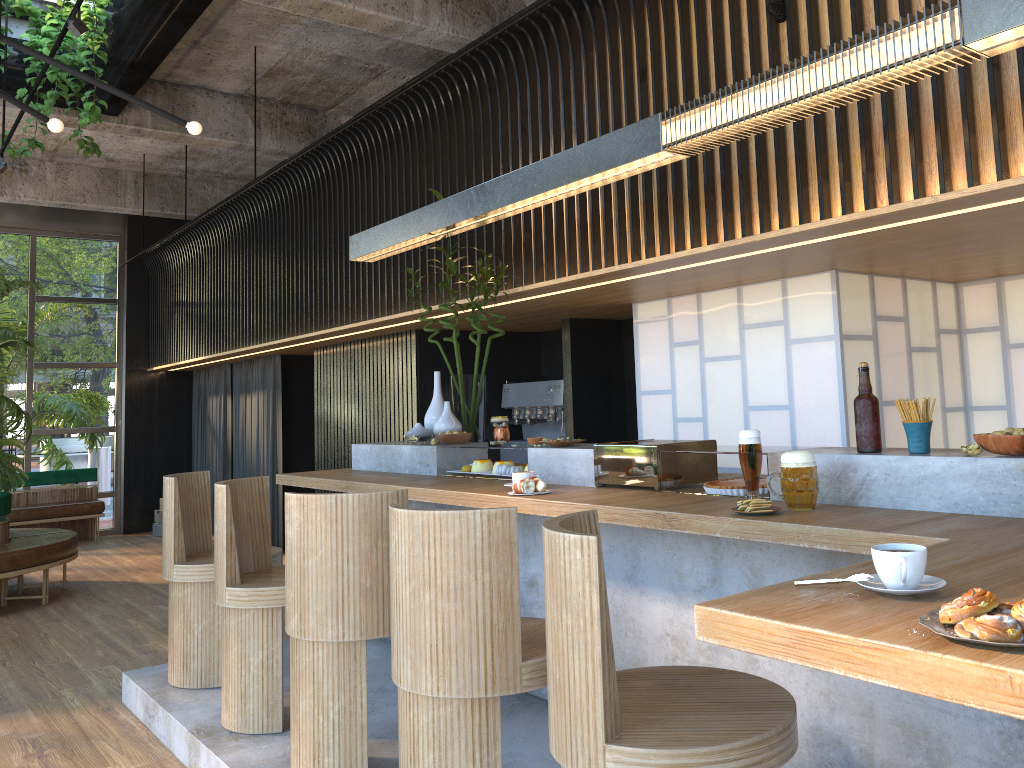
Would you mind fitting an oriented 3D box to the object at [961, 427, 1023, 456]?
[{"bbox_3d":[1.332,0.153,2.390,0.200,0.073,0.218,-2,-2,-17],"label":"object"}]

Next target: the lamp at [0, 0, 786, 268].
[{"bbox_3d":[-3.418,-2.015,6.149,3.965,1.539,9.534,-1,-2,-39],"label":"lamp"}]

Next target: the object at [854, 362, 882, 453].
[{"bbox_3d":[1.086,0.070,2.720,0.075,0.278,0.074,-2,-5,-1],"label":"object"}]

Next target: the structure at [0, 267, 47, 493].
[{"bbox_3d":[-5.210,0.119,7.142,2.545,3.456,2.533,-5,-5,38],"label":"structure"}]

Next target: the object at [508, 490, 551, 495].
[{"bbox_3d":[0.068,0.417,3.403,0.173,0.005,0.160,-2,-2,-25],"label":"object"}]

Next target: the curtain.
[{"bbox_3d":[-3.249,0.747,10.275,0.127,2.071,3.107,2,-5,-36],"label":"curtain"}]

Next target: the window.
[{"bbox_3d":[-1.102,-1.766,2.438,4.341,6.534,19.313,1,-4,-36],"label":"window"}]

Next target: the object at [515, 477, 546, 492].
[{"bbox_3d":[0.077,0.387,3.418,0.127,0.060,0.072,-3,-3,21],"label":"object"}]

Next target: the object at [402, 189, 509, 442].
[{"bbox_3d":[-0.272,-0.305,5.005,0.674,1.558,0.581,-2,-5,1],"label":"object"}]

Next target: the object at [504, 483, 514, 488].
[{"bbox_3d":[0.049,0.416,3.617,0.168,0.020,0.152,-1,-2,-40],"label":"object"}]

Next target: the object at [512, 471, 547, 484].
[{"bbox_3d":[0.067,0.387,3.632,0.106,0.064,0.137,-4,-3,33],"label":"object"}]

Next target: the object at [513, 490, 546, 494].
[{"bbox_3d":[0.069,0.414,3.399,0.122,0.005,0.120,-2,-1,2],"label":"object"}]

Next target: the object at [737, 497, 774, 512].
[{"bbox_3d":[0.703,0.350,2.557,0.097,0.041,0.140,-2,-2,-2],"label":"object"}]

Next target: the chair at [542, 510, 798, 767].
[{"bbox_3d":[0.357,0.791,1.972,0.539,0.975,0.552,-3,-5,10],"label":"chair"}]

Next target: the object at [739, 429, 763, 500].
[{"bbox_3d":[0.759,0.259,2.817,0.075,0.233,0.073,-1,-5,-4],"label":"object"}]

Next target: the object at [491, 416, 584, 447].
[{"bbox_3d":[0.051,0.220,4.168,0.220,0.135,0.764,-1,-2,-30],"label":"object"}]

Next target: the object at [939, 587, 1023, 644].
[{"bbox_3d":[0.673,0.312,1.209,0.161,0.053,0.154,-3,-2,8],"label":"object"}]

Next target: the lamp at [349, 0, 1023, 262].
[{"bbox_3d":[1.907,-1.985,3.881,5.204,2.144,6.408,0,-3,-43],"label":"lamp"}]

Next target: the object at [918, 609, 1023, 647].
[{"bbox_3d":[0.666,0.332,1.210,0.207,0.013,0.204,-2,-1,-1],"label":"object"}]

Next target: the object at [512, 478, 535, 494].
[{"bbox_3d":[0.042,0.387,3.374,0.070,0.059,0.063,-5,-5,43],"label":"object"}]

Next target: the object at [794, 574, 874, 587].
[{"bbox_3d":[0.552,0.337,1.523,0.130,0.027,0.030,-3,-4,29],"label":"object"}]

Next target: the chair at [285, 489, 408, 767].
[{"bbox_3d":[-0.525,0.858,3.193,0.560,0.975,0.531,-1,-5,-13],"label":"chair"}]

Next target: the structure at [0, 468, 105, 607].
[{"bbox_3d":[-0.104,0.693,2.905,6.322,1.557,19.085,-1,-2,-37],"label":"structure"}]

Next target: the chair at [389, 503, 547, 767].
[{"bbox_3d":[-0.067,0.824,2.568,0.536,0.975,0.555,-3,-5,13],"label":"chair"}]

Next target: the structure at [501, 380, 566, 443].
[{"bbox_3d":[0.255,0.753,7.028,0.575,1.603,0.796,2,-6,-37],"label":"structure"}]

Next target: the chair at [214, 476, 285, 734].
[{"bbox_3d":[-0.963,0.891,3.756,0.525,0.975,0.566,-5,-5,28],"label":"chair"}]

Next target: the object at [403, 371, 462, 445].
[{"bbox_3d":[-0.408,0.127,4.870,0.314,0.400,0.320,-3,-4,12],"label":"object"}]

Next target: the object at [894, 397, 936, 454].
[{"bbox_3d":[1.179,0.120,2.584,0.109,0.162,0.101,-2,-5,-2],"label":"object"}]

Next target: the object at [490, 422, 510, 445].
[{"bbox_3d":[-0.063,0.244,4.385,0.089,0.107,0.155,-3,-3,10],"label":"object"}]

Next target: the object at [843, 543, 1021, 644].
[{"bbox_3d":[0.624,0.307,1.343,0.183,0.073,0.412,-2,-2,0],"label":"object"}]

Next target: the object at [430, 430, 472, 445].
[{"bbox_3d":[-0.322,0.278,4.627,0.200,0.073,0.218,-2,-2,-17],"label":"object"}]

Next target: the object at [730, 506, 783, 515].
[{"bbox_3d":[0.703,0.365,2.553,0.144,0.013,0.154,-3,-2,25],"label":"object"}]

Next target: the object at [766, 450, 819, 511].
[{"bbox_3d":[0.833,0.281,2.608,0.116,0.173,0.130,2,-6,-43],"label":"object"}]

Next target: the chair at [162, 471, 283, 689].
[{"bbox_3d":[-1.420,0.925,4.375,0.569,0.975,0.522,0,-5,-27],"label":"chair"}]

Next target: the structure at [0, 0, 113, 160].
[{"bbox_3d":[-3.929,-2.383,6.680,2.208,1.525,1.382,-2,-4,-9],"label":"structure"}]

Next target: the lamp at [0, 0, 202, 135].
[{"bbox_3d":[-0.152,-2.057,3.490,5.333,1.833,17.936,-1,-2,-37],"label":"lamp"}]

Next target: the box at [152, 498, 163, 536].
[{"bbox_3d":[-4.198,1.615,10.856,0.266,0.444,0.346,-6,-6,42],"label":"box"}]

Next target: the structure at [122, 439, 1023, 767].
[{"bbox_3d":[2.387,0.519,3.759,6.119,1.739,6.764,-1,-2,-37],"label":"structure"}]
